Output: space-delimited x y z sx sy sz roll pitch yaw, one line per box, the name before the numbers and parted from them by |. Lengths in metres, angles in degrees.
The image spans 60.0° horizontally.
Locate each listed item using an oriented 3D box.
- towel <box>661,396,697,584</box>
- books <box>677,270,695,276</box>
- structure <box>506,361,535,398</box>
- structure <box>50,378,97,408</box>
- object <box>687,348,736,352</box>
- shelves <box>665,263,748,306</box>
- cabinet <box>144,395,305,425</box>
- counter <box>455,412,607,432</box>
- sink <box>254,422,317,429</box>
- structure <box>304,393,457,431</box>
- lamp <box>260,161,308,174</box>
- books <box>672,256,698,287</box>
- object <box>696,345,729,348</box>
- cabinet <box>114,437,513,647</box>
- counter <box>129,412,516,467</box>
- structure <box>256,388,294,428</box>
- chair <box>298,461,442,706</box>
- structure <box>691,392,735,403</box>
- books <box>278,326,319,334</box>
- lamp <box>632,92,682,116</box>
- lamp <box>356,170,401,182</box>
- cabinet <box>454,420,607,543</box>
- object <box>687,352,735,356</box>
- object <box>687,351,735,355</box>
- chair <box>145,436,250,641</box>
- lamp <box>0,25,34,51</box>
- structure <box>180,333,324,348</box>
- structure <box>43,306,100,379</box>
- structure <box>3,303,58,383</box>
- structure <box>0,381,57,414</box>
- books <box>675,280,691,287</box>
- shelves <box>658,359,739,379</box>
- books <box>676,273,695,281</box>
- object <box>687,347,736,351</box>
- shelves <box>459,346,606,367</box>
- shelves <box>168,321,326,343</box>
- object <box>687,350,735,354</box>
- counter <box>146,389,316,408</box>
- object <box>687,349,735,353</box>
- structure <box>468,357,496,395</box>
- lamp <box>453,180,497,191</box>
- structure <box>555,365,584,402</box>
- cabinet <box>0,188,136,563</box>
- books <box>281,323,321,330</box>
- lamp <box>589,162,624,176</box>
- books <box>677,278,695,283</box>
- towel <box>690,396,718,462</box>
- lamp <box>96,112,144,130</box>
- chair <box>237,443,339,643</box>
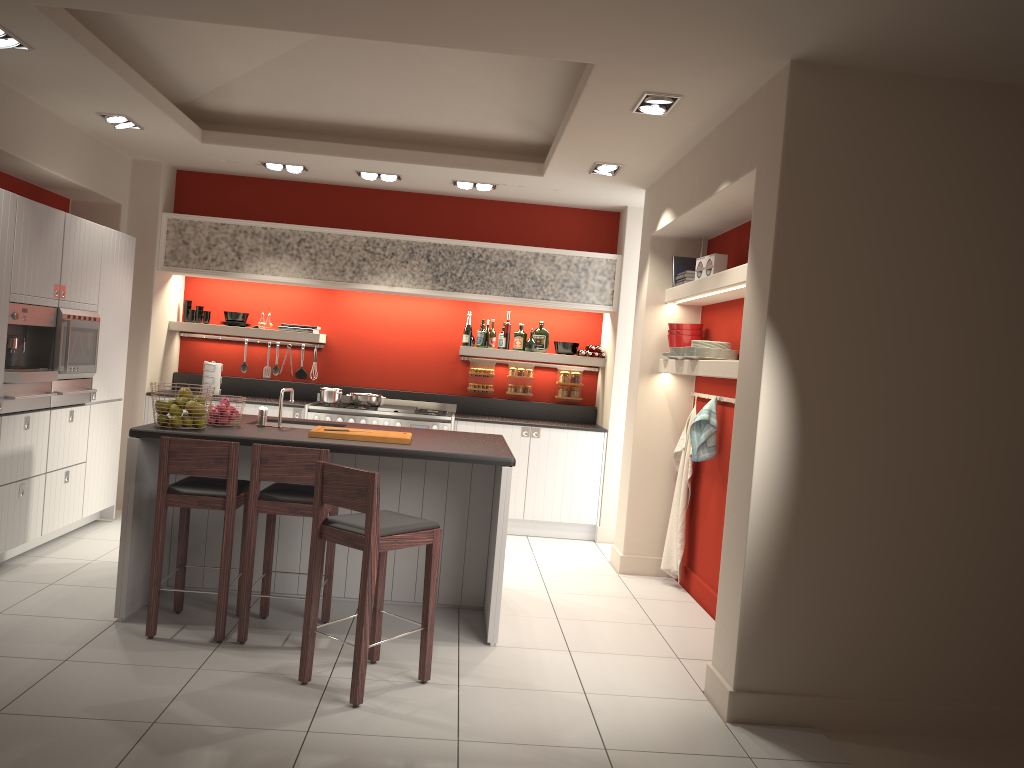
towel | 1.225 0.761 6.513 0.141 1.362 0.341 5 1 -3
books | 1.316 -0.783 6.349 0.207 0.019 0.258 5 2 -3
structure | 0.083 -0.042 8.569 0.256 0.347 0.130 5 1 -3
structure | -3.039 0.057 6.121 0.129 0.177 0.617 5 1 -3
object | 1.294 -0.211 5.760 0.339 0.020 0.339 5 2 -1
shelves | 1.451 -0.611 5.560 0.437 0.100 2.394 5 2 -3
cabinet | -2.542 0.638 8.046 1.361 0.993 0.687 5 1 -3
counter | 0.151 0.351 8.194 1.360 0.026 0.699 5 2 -3
sink | -1.374 0.407 5.658 0.567 0.258 0.516 5 1 -3
structure | -1.211 0.693 8.078 1.322 1.085 0.778 5 1 -3
lamp | -1.886 -1.820 7.356 0.361 0.109 0.199 5 1 -3
books | 1.297 -0.825 6.598 0.207 0.246 0.136 5 1 -3
object | 1.295 -0.238 5.777 0.255 0.015 0.255 4 2 -22
cabinet | -1.092 0.845 5.440 2.034 1.011 1.423 5 1 -3
counter | -1.040 0.315 5.430 2.054 0.050 1.415 5 2 -3
structure | -1.452 0.146 5.436 0.183 0.249 0.224 5 1 -3
chair | -0.638 0.874 4.109 0.383 1.008 0.474 6 2 37
structure | 1.427 0.110 5.587 0.063 0.034 2.223 5 2 -3
books | -2.000 -0.507 8.316 0.331 0.042 0.207 5 1 2
lamp | 0.780 -1.530 4.794 0.199 0.085 0.361 5 1 -3
lamp | -1.109 -1.757 7.403 0.361 0.104 0.199 5 1 -3
cabinet | 0.110 0.859 8.206 1.361 0.993 0.687 5 1 -3
object | 1.292 -0.186 5.760 0.339 0.020 0.339 5 2 -1
object | 1.293 -0.192 5.760 0.339 0.020 0.339 5 2 -1
chair | -1.623 0.775 4.693 0.383 1.008 0.474 5 1 -3
lamp | -2.661 -1.814 4.586 0.199 0.103 0.361 5 1 -3
structure | -2.476 -0.416 8.481 1.355 0.034 0.054 5 1 -3
structure | -3.091 -0.281 6.105 0.332 0.473 0.610 5 1 -3
structure | -3.130 -0.264 5.476 0.453 0.470 0.623 5 1 -3
structure | -3.002 0.077 5.492 0.129 0.177 0.617 5 1 -3
books | 1.302 -0.710 6.362 0.207 0.030 0.258 5 2 -3
shelves | 1.406 -0.082 5.571 0.437 0.100 2.394 5 2 -3
books | 1.306 -0.760 6.361 0.207 0.030 0.258 5 2 -3
object | 1.295 -0.218 5.760 0.339 0.020 0.339 5 2 -1
shelves | 0.189 -0.262 8.479 1.379 0.083 0.376 5 1 -3
shelves | -2.469 -0.484 8.319 1.379 0.083 0.376 5 1 -3
object | 1.293 -0.198 5.760 0.339 0.020 0.339 5 2 -1
counter | -2.496 0.130 8.034 1.360 0.026 0.699 5 2 -3
object | 1.294 -0.205 5.760 0.339 0.020 0.339 5 2 -1
structure | -0.292 -0.073 8.547 0.256 0.347 0.130 5 1 -3
lamp | -0.312 -1.690 7.451 0.361 0.103 0.199 5 1 -3
structure | 0.561 -0.002 8.598 0.256 0.347 0.130 5 1 -3
cabinet | -3.357 -0.030 5.785 0.716 2.250 2.558 5 1 -3
books | -1.982 -0.540 8.337 0.332 0.026 0.207 5 2 -3
lamp | 0.683 -1.580 6.458 0.199 0.090 0.361 5 1 -3
books | 1.312 -0.734 6.350 0.207 0.019 0.258 5 2 -3
towel | 1.312 0.302 5.999 0.179 0.452 0.209 6 2 36
lamp | -2.758 -1.857 6.250 0.199 0.084 0.361 5 1 -3
chair | -1.165 0.813 4.721 0.383 1.008 0.474 5 1 -1
